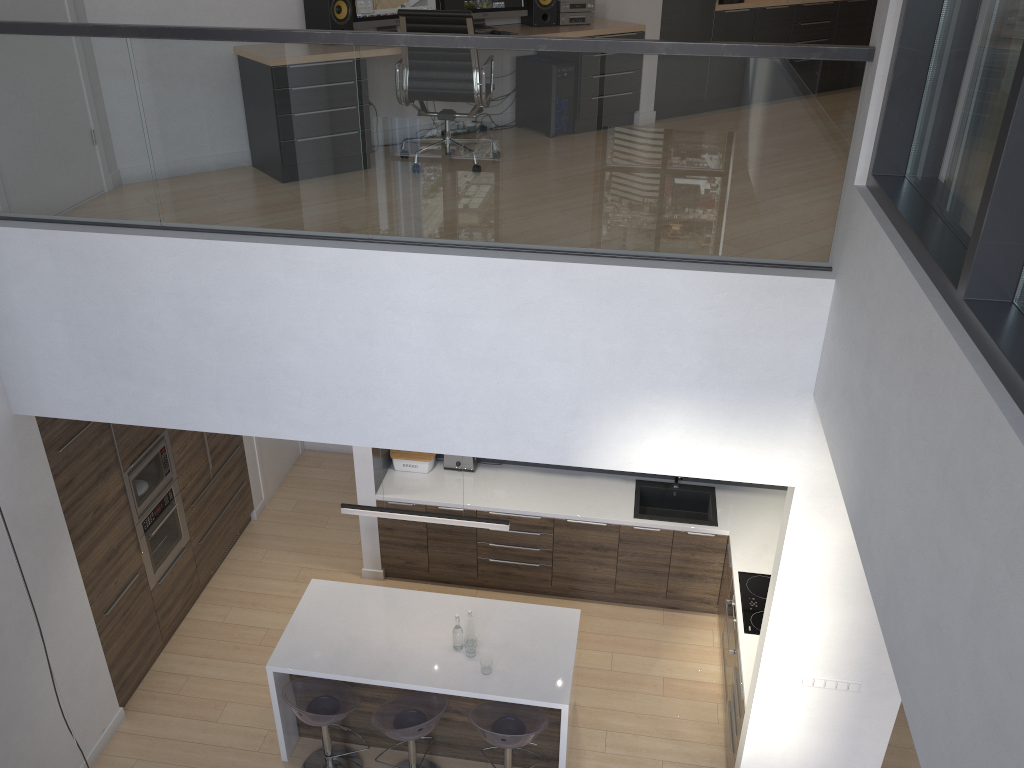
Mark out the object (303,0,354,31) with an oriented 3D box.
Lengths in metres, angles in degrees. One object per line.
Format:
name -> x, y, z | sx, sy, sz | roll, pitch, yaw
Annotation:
object -> -1.180, -2.393, 5.722 | 0.249, 0.354, 0.198 | 21, 35, 33

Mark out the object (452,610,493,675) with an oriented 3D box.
object -> -0.239, 1.565, 5.358 | 0.148, 0.267, 0.323 | -13, 31, -23

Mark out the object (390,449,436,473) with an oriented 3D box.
object -> -0.799, 0.600, 7.242 | 0.380, 0.148, 0.263 | 5, 29, 8

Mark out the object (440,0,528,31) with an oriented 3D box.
object -> -0.220, -2.830, 6.351 | 0.716, 0.535, 0.190 | -16, 33, -27

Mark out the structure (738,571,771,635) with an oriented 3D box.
structure -> 1.792, 1.462, 5.853 | 0.550, 0.006, 0.600 | 5, 29, 8

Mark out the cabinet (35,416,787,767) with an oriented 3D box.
cabinet -> -0.211, 0.876, 6.064 | 4.694, 2.501, 2.402 | 5, 29, 8

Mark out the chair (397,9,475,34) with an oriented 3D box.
chair -> -0.445, -1.952, 5.821 | 0.664, 0.991, 0.699 | 8, 29, 13

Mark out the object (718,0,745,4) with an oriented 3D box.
object -> 1.790, -3.434, 7.429 | 0.618, 0.398, 0.584 | -19, 34, -31

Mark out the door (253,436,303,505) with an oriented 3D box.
door -> -2.195, -0.026, 8.086 | 0.085, 2.136, 0.974 | 5, 29, 8

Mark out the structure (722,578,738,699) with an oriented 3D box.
structure -> 1.744, 1.759, 6.023 | 0.584, 0.588, 0.587 | 5, 29, 8

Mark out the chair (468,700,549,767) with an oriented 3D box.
chair -> -0.022, 2.224, 5.328 | 0.475, 0.838, 0.434 | 4, 29, 6

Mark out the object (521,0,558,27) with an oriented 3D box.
object -> 0.205, -2.873, 6.625 | 0.198, 0.354, 0.249 | -10, 30, -19

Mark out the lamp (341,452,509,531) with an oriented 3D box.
lamp -> -0.507, 0.465, 4.980 | 0.998, 0.756, 0.020 | 5, 29, 8

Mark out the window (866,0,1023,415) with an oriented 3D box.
window -> 1.098, -0.650, 0.738 | 0.170, 2.402, 5.002 | 5, 29, 8

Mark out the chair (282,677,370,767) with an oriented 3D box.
chair -> -1.155, 2.145, 5.507 | 0.475, 0.787, 0.434 | 14, 31, 23

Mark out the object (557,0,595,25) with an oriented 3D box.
object -> 0.450, -2.843, 6.760 | 0.285, 0.174, 0.270 | -10, 30, -19

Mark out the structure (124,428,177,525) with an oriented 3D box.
structure -> -2.734, 0.625, 6.205 | 0.459, 0.430, 0.595 | 5, 29, 8

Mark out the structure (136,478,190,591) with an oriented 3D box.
structure -> -2.720, 1.066, 6.442 | 0.495, 0.570, 0.595 | 5, 29, 8

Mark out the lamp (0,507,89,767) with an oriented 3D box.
lamp -> -0.884, 0.131, 1.481 | 1.000, 4.513, 1.000 | 6, 29, 9

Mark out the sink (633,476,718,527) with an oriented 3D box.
sink -> 1.262, 0.887, 6.838 | 0.626, 0.518, 0.512 | 5, 29, 8

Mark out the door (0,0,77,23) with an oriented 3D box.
door -> -2.522, -1.900, 4.506 | 0.085, 2.136, 0.974 | 5, 29, 8

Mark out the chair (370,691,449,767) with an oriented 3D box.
chair -> -0.613, 2.198, 5.419 | 0.475, 0.787, 0.434 | -14, 32, -25

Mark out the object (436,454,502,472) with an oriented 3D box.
object -> -0.363, 0.544, 7.178 | 0.562, 0.319, 0.191 | 5, 29, 8

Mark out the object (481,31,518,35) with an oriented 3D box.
object -> -0.106, -2.464, 6.238 | 0.250, 0.002, 0.200 | -19, 34, -31
